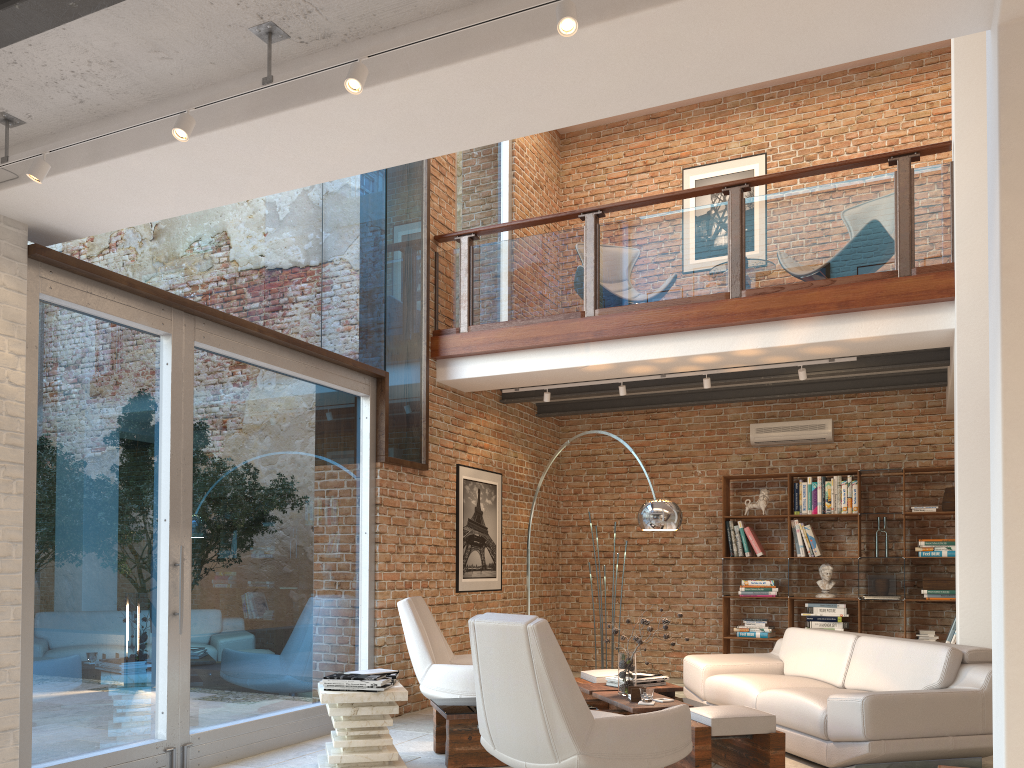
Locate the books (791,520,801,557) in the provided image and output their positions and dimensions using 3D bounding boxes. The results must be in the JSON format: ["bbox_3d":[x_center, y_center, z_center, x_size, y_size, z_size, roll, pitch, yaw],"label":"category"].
[{"bbox_3d":[2.923,1.585,8.926,0.101,0.378,0.247,-1,-5,25],"label":"books"}]

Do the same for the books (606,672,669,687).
[{"bbox_3d":[0.884,2.106,6.207,0.403,0.073,0.254,8,-13,-32],"label":"books"}]

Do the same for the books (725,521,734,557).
[{"bbox_3d":[2.319,1.637,9.197,0.091,0.378,0.247,-1,-5,25],"label":"books"}]

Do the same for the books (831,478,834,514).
[{"bbox_3d":[3.236,1.140,8.772,0.021,0.353,0.275,0,-5,25],"label":"books"}]

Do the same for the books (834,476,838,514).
[{"bbox_3d":[3.269,1.127,8.772,0.036,0.377,0.247,0,-4,25],"label":"books"}]

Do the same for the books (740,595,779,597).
[{"bbox_3d":[2.572,2.198,9.056,0.357,0.020,0.277,-5,-13,25],"label":"books"}]

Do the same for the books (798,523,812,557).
[{"bbox_3d":[2.999,1.591,8.874,0.125,0.343,0.275,-1,-6,25],"label":"books"}]

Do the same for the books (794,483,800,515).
[{"bbox_3d":[2.933,1.186,8.927,0.056,0.324,0.258,-1,-5,25],"label":"books"}]

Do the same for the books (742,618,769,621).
[{"bbox_3d":[2.540,2.450,9.071,0.253,0.017,0.165,-5,-13,25],"label":"books"}]

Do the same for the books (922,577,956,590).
[{"bbox_3d":[4.106,1.908,8.327,0.336,0.116,0.216,-5,-11,25],"label":"books"}]

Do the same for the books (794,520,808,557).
[{"bbox_3d":[2.947,1.578,8.888,0.103,0.377,0.247,-1,-5,25],"label":"books"}]

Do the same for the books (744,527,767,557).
[{"bbox_3d":[2.541,1.652,9.112,0.195,0.313,0.258,-2,-6,25],"label":"books"}]

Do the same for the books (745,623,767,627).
[{"bbox_3d":[2.543,2.504,9.083,0.206,0.033,0.135,-5,-13,25],"label":"books"}]

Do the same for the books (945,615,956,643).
[{"bbox_3d":[4.211,2.288,8.293,0.163,0.366,0.247,-1,-5,25],"label":"books"}]

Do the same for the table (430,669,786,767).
[{"bbox_3d":[0.485,2.214,5.737,1.973,0.421,2.250,3,-12,-13],"label":"table"}]

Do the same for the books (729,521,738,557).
[{"bbox_3d":[2.357,1.635,9.189,0.091,0.378,0.247,-1,-5,25],"label":"books"}]

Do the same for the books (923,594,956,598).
[{"bbox_3d":[4.140,2.023,8.336,0.380,0.036,0.249,-4,-12,20],"label":"books"}]

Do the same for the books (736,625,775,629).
[{"bbox_3d":[2.534,2.526,9.061,0.380,0.018,0.249,-4,-12,18],"label":"books"}]

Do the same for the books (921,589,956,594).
[{"bbox_3d":[4.112,1.982,8.312,0.381,0.036,0.249,-5,-13,24],"label":"books"}]

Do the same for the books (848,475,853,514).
[{"bbox_3d":[3.381,1.113,8.704,0.036,0.377,0.247,0,-4,25],"label":"books"}]

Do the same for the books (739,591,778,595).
[{"bbox_3d":[2.561,2.169,9.055,0.380,0.036,0.249,-4,-12,20],"label":"books"}]

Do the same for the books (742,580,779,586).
[{"bbox_3d":[2.581,2.067,9.060,0.328,0.054,0.259,-6,-13,27],"label":"books"}]

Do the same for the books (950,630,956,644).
[{"bbox_3d":[4.238,2.279,8.253,0.161,0.367,0.247,-1,-5,25],"label":"books"}]

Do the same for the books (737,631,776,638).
[{"bbox_3d":[2.539,2.598,9.058,0.329,0.054,0.258,-8,-14,35],"label":"books"}]

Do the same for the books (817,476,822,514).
[{"bbox_3d":[3.122,1.136,8.816,0.036,0.377,0.247,0,-4,25],"label":"books"}]

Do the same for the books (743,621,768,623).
[{"bbox_3d":[2.541,2.480,9.093,0.237,0.018,0.174,-4,-12,18],"label":"books"}]

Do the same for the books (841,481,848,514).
[{"bbox_3d":[3.336,1.143,8.719,0.056,0.324,0.258,-1,-5,25],"label":"books"}]

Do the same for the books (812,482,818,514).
[{"bbox_3d":[3.088,1.171,8.854,0.056,0.324,0.258,-1,-5,25],"label":"books"}]

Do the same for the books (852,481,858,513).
[{"bbox_3d":[3.433,1.139,8.697,0.056,0.324,0.258,-1,-5,25],"label":"books"}]

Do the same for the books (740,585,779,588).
[{"bbox_3d":[2.575,2.106,9.065,0.357,0.020,0.277,-5,-13,23],"label":"books"}]

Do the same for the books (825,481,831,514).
[{"bbox_3d":[3.195,1.155,8.775,0.056,0.324,0.258,-1,-5,25],"label":"books"}]

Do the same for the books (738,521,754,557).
[{"bbox_3d":[2.448,1.626,9.131,0.121,0.375,0.247,-1,-5,25],"label":"books"}]

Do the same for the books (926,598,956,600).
[{"bbox_3d":[4.146,2.048,8.317,0.357,0.020,0.277,-5,-13,23],"label":"books"}]

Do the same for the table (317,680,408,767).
[{"bbox_3d":[-0.906,2.069,5.237,0.496,0.496,0.503,2,-7,-14],"label":"table"}]

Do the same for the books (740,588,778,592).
[{"bbox_3d":[2.568,2.131,9.045,0.380,0.036,0.249,-4,-12,19],"label":"books"}]

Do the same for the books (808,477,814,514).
[{"bbox_3d":[3.039,1.145,8.861,0.036,0.377,0.247,0,-4,25],"label":"books"}]

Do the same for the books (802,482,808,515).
[{"bbox_3d":[2.995,1.175,8.877,0.056,0.324,0.258,-1,-5,25],"label":"books"}]

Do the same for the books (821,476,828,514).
[{"bbox_3d":[3.160,1.134,8.809,0.036,0.377,0.247,0,-4,25],"label":"books"}]

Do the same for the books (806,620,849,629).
[{"bbox_3d":[3.166,2.415,8.756,0.380,0.063,0.249,-2,-12,12],"label":"books"}]

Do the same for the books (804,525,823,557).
[{"bbox_3d":[3.060,1.593,8.839,0.158,0.324,0.258,-1,-6,25],"label":"books"}]

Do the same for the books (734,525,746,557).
[{"bbox_3d":[2.411,1.660,9.183,0.102,0.328,0.258,-1,-5,25],"label":"books"}]

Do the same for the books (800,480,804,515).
[{"bbox_3d":[2.968,1.168,8.910,0.021,0.353,0.275,0,-5,25],"label":"books"}]

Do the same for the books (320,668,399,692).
[{"bbox_3d":[-0.880,1.792,5.296,0.389,0.078,0.580,-2,-12,9],"label":"books"}]

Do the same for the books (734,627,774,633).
[{"bbox_3d":[2.524,2.556,9.076,0.381,0.036,0.248,-5,-13,25],"label":"books"}]

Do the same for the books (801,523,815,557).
[{"bbox_3d":[3.022,1.591,8.873,0.125,0.343,0.275,-1,-6,25],"label":"books"}]

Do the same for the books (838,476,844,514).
[{"bbox_3d":[3.296,1.121,8.744,0.036,0.377,0.247,0,-4,25],"label":"books"}]
